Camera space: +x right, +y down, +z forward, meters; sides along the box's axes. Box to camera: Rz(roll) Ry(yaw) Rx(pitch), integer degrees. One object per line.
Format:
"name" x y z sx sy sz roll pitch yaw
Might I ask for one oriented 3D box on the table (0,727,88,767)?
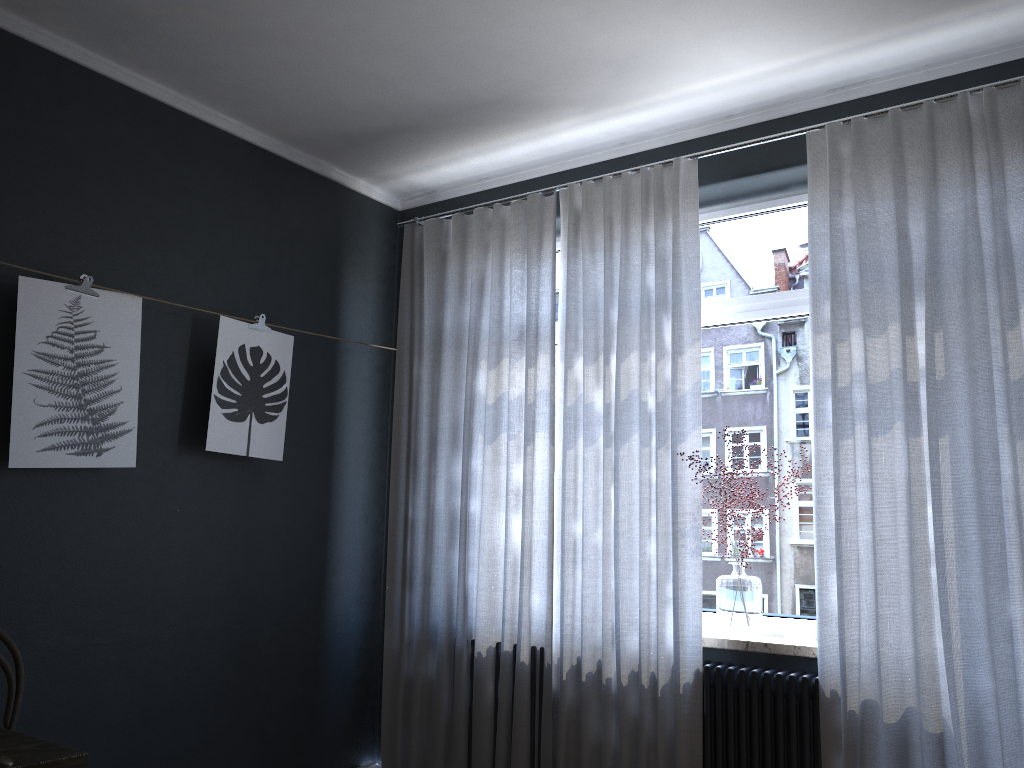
"table" -1.856 1.092 1.565 1.127 0.726 1.607 -5 -11 34

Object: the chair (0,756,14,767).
"chair" -1.176 1.052 1.516 0.467 0.818 0.363 -5 -11 34

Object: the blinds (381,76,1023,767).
"blinds" 1.063 0.402 3.307 3.995 2.782 0.313 -5 -11 34

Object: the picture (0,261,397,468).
"picture" -1.812 -0.140 2.801 0.058 0.769 4.465 -5 -11 34

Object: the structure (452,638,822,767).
"structure" 0.505 1.405 3.606 1.847 0.599 0.216 -5 -11 34

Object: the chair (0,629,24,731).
"chair" -1.556 1.175 2.611 0.549 0.918 0.438 -4 -10 32

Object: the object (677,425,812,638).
"object" 0.905 0.589 3.496 0.514 0.807 0.600 0 -9 9
